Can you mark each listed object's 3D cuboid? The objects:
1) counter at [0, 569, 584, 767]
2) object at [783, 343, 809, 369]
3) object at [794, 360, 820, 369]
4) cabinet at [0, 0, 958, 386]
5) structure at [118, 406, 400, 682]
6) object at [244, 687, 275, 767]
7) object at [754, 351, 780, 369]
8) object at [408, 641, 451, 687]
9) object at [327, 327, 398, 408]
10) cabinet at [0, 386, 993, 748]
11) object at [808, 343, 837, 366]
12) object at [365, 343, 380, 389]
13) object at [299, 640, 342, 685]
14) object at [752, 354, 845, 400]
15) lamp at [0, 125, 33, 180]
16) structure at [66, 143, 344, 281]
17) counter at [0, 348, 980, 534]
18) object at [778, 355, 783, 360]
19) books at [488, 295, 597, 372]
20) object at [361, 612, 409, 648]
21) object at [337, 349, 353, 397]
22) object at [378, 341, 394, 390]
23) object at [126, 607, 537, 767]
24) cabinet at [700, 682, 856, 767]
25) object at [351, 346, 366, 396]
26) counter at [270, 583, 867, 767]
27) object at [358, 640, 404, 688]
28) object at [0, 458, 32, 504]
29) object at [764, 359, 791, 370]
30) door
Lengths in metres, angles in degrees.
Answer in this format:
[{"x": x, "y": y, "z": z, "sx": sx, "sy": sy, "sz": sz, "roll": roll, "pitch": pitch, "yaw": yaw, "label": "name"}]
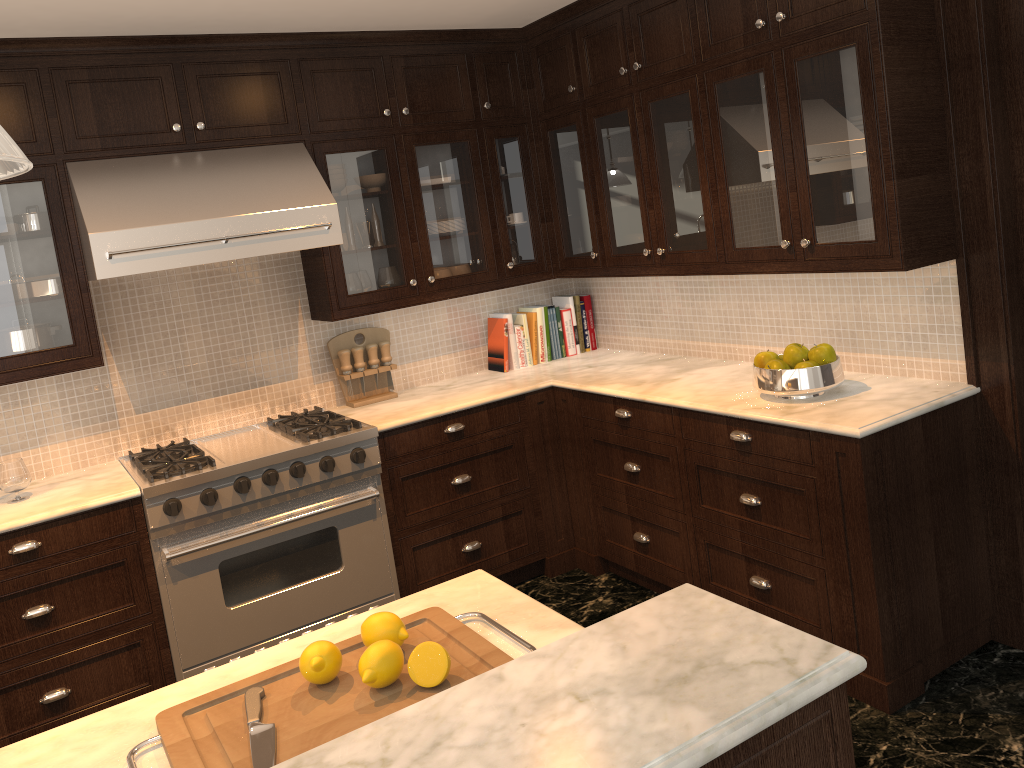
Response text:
[{"x": -1.014, "y": 0.794, "z": 0.857, "sx": 2.894, "sy": 0.031, "sz": 1.057, "roll": -14, "pitch": 12, "yaw": -30, "label": "counter"}, {"x": 1.016, "y": -0.096, "z": 3.151, "sx": 0.095, "sy": 0.099, "sz": 0.092, "roll": -2, "pitch": 10, "yaw": 36, "label": "object"}, {"x": 1.034, "y": -0.035, "z": 3.085, "sx": 0.091, "sy": 0.096, "sz": 0.093, "roll": -8, "pitch": 8, "yaw": 0, "label": "object"}, {"x": -0.593, "y": -0.771, "z": 3.015, "sx": 3.396, "sy": 1.243, "sz": 2.315, "roll": -14, "pitch": 11, "yaw": -30, "label": "cabinet"}, {"x": -1.049, "y": 0.628, "z": 3.700, "sx": 0.914, "sy": 0.830, "sz": 0.721, "roll": -13, "pitch": 9, "yaw": -30, "label": "structure"}, {"x": -0.393, "y": 0.558, "z": 1.394, "sx": 0.042, "sy": 0.014, "sz": 0.333, "roll": -12, "pitch": 11, "yaw": -18, "label": "object"}, {"x": 0.927, "y": -0.072, "z": 3.208, "sx": 0.090, "sy": 0.097, "sz": 0.094, "roll": -4, "pitch": 9, "yaw": 27, "label": "object"}, {"x": -0.137, "y": 0.472, "z": 1.496, "sx": 0.074, "sy": 0.068, "sz": 0.064, "roll": -5, "pitch": 9, "yaw": 22, "label": "object"}, {"x": -0.691, "y": -0.087, "z": 4.191, "sx": 0.319, "sy": 0.346, "sz": 0.110, "roll": -13, "pitch": 8, "yaw": -30, "label": "object"}, {"x": -0.376, "y": 0.724, "z": 3.157, "sx": 3.397, "sy": 0.872, "sz": 2.323, "roll": -14, "pitch": 12, "yaw": -30, "label": "cabinet"}, {"x": 1.089, "y": -0.094, "z": 3.100, "sx": 0.092, "sy": 0.097, "sz": 0.092, "roll": -3, "pitch": 9, "yaw": 30, "label": "object"}, {"x": -0.654, "y": -0.081, "z": 4.202, "sx": 0.061, "sy": 0.224, "sz": 0.062, "roll": -5, "pitch": 7, "yaw": 30, "label": "object"}, {"x": -0.336, "y": 0.489, "z": 1.552, "sx": 0.080, "sy": 0.073, "sz": 0.082, "roll": -16, "pitch": 11, "yaw": -42, "label": "object"}, {"x": 1.027, "y": -0.025, "z": 3.177, "sx": 0.321, "sy": 0.121, "sz": 0.319, "roll": -16, "pitch": 12, "yaw": -35, "label": "object"}, {"x": -0.674, "y": -0.566, "z": 0.776, "sx": 0.319, "sy": 0.776, "sz": 0.319, "roll": -10, "pitch": 7, "yaw": -16, "label": "lamp"}, {"x": -1.259, "y": -0.729, "z": 3.589, "sx": 0.939, "sy": 0.473, "sz": 0.641, "roll": -14, "pitch": 11, "yaw": -30, "label": "structure"}, {"x": -0.441, "y": 0.277, "z": 3.113, "sx": 3.397, "sy": 0.031, "sz": 2.323, "roll": -14, "pitch": 12, "yaw": -29, "label": "counter"}, {"x": 0.965, "y": -0.056, "z": 3.242, "sx": 0.091, "sy": 0.094, "sz": 0.092, "roll": -8, "pitch": 8, "yaw": 1, "label": "object"}, {"x": 0.145, "y": -0.281, "z": 4.679, "sx": 0.608, "sy": 0.308, "sz": 0.194, "roll": -14, "pitch": 9, "yaw": -30, "label": "books"}, {"x": -0.237, "y": 0.458, "z": 1.629, "sx": 0.083, "sy": 0.071, "sz": 0.082, "roll": -11, "pitch": 9, "yaw": -15, "label": "object"}, {"x": -0.770, "y": -0.050, "z": 4.132, "sx": 0.061, "sy": 0.226, "sz": 0.062, "roll": -3, "pitch": 8, "yaw": 42, "label": "object"}, {"x": -0.597, "y": -0.090, "z": 4.236, "sx": 0.061, "sy": 0.235, "sz": 0.062, "roll": -6, "pitch": 6, "yaw": 24, "label": "object"}, {"x": -0.288, "y": 0.538, "z": 1.501, "sx": 0.673, "sy": 0.021, "sz": 0.386, "roll": -14, "pitch": 12, "yaw": -30, "label": "object"}, {"x": -0.845, "y": 0.738, "z": 0.535, "sx": 2.861, "sy": 0.151, "sz": 0.293, "roll": -14, "pitch": 11, "yaw": -30, "label": "cabinet"}, {"x": -0.714, "y": -0.060, "z": 4.166, "sx": 0.061, "sy": 0.235, "sz": 0.062, "roll": -5, "pitch": 7, "yaw": 30, "label": "object"}, {"x": -0.849, "y": 0.646, "z": 0.531, "sx": 2.880, "sy": 0.031, "sz": 0.329, "roll": -14, "pitch": 12, "yaw": -30, "label": "counter"}, {"x": -0.224, "y": 0.479, "z": 1.512, "sx": 0.081, "sy": 0.071, "sz": 0.083, "roll": -11, "pitch": 9, "yaw": -19, "label": "object"}, {"x": -1.840, "y": 0.357, "z": 3.266, "sx": 0.113, "sy": 0.149, "sz": 0.112, "roll": -14, "pitch": 9, "yaw": -37, "label": "object"}, {"x": 0.946, "y": -0.042, "z": 3.136, "sx": 0.100, "sy": 0.096, "sz": 0.092, "roll": -10, "pitch": 8, "yaw": -12, "label": "object"}, {"x": 1.888, "y": -0.145, "z": 2.511, "sx": 0.109, "sy": 2.165, "sz": 0.865, "roll": -11, "pitch": 7, "yaw": -29, "label": "door"}]
